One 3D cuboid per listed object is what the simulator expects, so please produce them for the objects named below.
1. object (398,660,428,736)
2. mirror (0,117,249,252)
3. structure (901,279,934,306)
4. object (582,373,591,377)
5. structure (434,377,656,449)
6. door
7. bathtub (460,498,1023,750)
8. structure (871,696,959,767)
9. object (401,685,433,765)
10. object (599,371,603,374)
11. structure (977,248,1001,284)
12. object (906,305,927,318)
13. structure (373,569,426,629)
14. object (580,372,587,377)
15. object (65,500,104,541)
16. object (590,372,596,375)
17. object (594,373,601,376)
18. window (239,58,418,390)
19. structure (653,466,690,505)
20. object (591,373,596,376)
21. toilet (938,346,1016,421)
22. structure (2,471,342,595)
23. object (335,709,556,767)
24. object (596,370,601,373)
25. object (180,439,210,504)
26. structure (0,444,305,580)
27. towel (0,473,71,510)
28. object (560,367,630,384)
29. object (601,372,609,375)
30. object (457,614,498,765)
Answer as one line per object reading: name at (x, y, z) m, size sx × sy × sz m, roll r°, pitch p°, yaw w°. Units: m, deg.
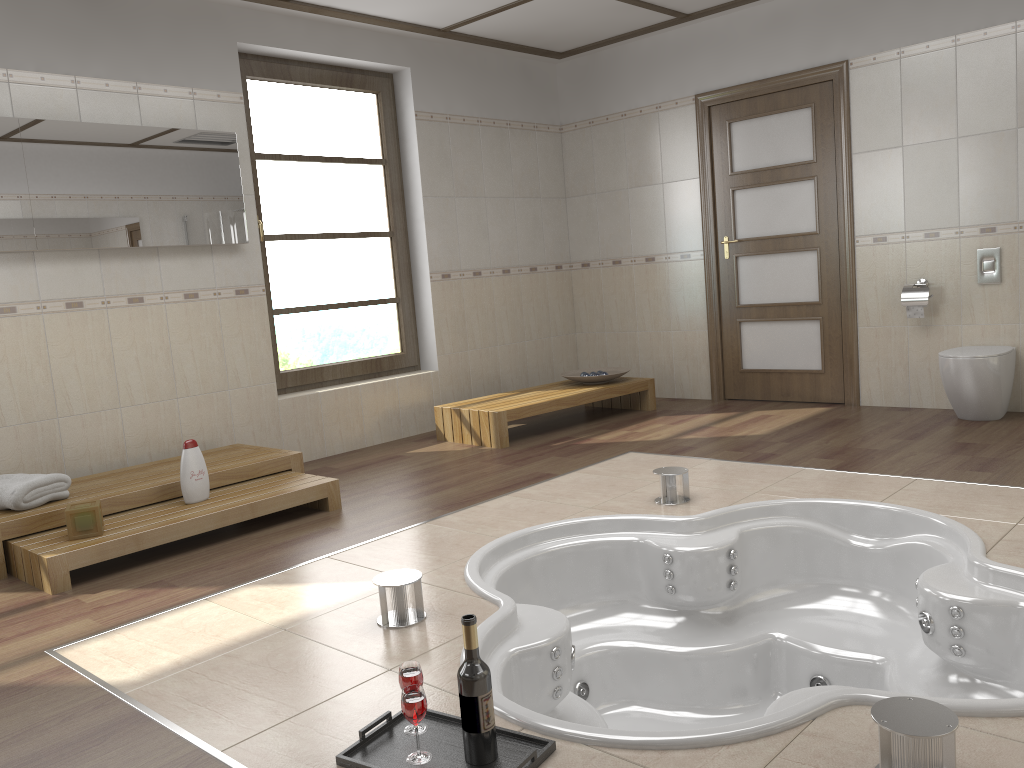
object at (-0.222, 0.703, 1.989) m, size 0.055 × 0.153 × 0.055 m, roll 0°, pitch 9°, yaw 36°
mirror at (-2.229, -0.917, 4.081) m, size 0.005 × 0.600 × 2.200 m, roll 2°, pitch 10°, yaw 43°
structure at (2.405, -0.542, 5.236) m, size 0.170 × 0.151 × 0.154 m, roll 2°, pitch 10°, yaw 43°
object at (0.517, -0.047, 6.148) m, size 0.060 × 0.060 × 0.060 m, roll 2°, pitch 9°, yaw 42°
structure at (0.253, 0.160, 5.912) m, size 1.450 × 0.220 × 0.620 m, roll -11°, pitch 9°, yaw -41°
door at (1.758, -0.889, 5.914) m, size 0.861 × 2.026 × 0.102 m, roll 1°, pitch 9°, yaw 41°
bathtub at (0.747, 0.935, 2.760) m, size 1.751 × 0.674 × 1.754 m, roll -5°, pitch 7°, yaw -2°
structure at (0.755, 0.683, 1.661) m, size 0.150 × 0.131 × 0.150 m, roll -10°, pitch 9°, yaw -37°
object at (-0.202, 0.716, 1.867) m, size 0.055 × 0.153 × 0.055 m, roll 0°, pitch 9°, yaw 36°
object at (0.626, -0.058, 6.179) m, size 0.060 × 0.060 × 0.060 m, roll 2°, pitch 9°, yaw 42°
structure at (2.705, -0.668, 5.029) m, size 0.120 × 0.200 × 0.010 m, roll 2°, pitch 10°, yaw 43°
object at (2.391, -0.467, 5.233) m, size 0.098 × 0.151 × 0.090 m, roll 2°, pitch 10°, yaw 43°
structure at (-0.340, 0.648, 2.686) m, size 0.150 × 0.131 × 0.150 m, roll -11°, pitch 9°, yaw -42°
object at (0.507, -0.056, 6.210) m, size 0.060 × 0.060 × 0.060 m, roll 2°, pitch 9°, yaw 42°
object at (-1.662, 0.529, 3.452) m, size 0.120 × 0.120 × 0.120 m, roll -7°, pitch 7°, yaw -21°
object at (0.569, -0.057, 6.206) m, size 0.060 × 0.060 × 0.060 m, roll 2°, pitch 9°, yaw 42°
object at (0.587, -0.045, 6.081) m, size 0.060 × 0.060 × 0.060 m, roll 2°, pitch 9°, yaw 42°
window at (-1.137, -0.998, 5.610) m, size 0.117 × 1.934 × 1.188 m, roll 2°, pitch 10°, yaw 43°
structure at (0.677, 0.431, 3.766) m, size 0.150 × 0.131 × 0.150 m, roll -4°, pitch 7°, yaw 9°
object at (0.579, -0.050, 6.141) m, size 0.060 × 0.060 × 0.060 m, roll 2°, pitch 9°, yaw 42°
toilet at (2.586, 0.005, 4.925) m, size 0.337 × 0.388 × 0.519 m, roll 2°, pitch 10°, yaw 43°
structure at (-1.455, 0.593, 3.859) m, size 0.620 × 0.140 × 1.280 m, roll 2°, pitch 10°, yaw 43°
object at (-0.142, 0.776, 1.887) m, size 0.400 × 0.040 × 0.250 m, roll 0°, pitch 8°, yaw 33°
object at (0.620, -0.065, 6.241) m, size 0.060 × 0.060 × 0.060 m, roll 2°, pitch 9°, yaw 42°
object at (-1.386, 0.378, 3.860) m, size 0.063 × 0.276 × 0.134 m, roll 0°, pitch 9°, yaw 36°
structure at (-1.754, 0.545, 4.123) m, size 0.620 × 0.220 × 1.450 m, roll 2°, pitch 10°, yaw 43°
towel at (-2.114, 0.451, 3.746) m, size 0.399 × 0.119 × 0.280 m, roll -2°, pitch 8°, yaw 23°
object at (0.580, -0.048, 6.166) m, size 0.487 × 0.076 × 0.487 m, roll -5°, pitch 7°, yaw 0°
object at (0.638, -0.056, 6.118) m, size 0.060 × 0.060 × 0.060 m, roll 2°, pitch 9°, yaw 42°
object at (-0.077, 0.631, 1.844) m, size 0.070 × 0.307 × 0.070 m, roll -4°, pitch 7°, yaw 10°
